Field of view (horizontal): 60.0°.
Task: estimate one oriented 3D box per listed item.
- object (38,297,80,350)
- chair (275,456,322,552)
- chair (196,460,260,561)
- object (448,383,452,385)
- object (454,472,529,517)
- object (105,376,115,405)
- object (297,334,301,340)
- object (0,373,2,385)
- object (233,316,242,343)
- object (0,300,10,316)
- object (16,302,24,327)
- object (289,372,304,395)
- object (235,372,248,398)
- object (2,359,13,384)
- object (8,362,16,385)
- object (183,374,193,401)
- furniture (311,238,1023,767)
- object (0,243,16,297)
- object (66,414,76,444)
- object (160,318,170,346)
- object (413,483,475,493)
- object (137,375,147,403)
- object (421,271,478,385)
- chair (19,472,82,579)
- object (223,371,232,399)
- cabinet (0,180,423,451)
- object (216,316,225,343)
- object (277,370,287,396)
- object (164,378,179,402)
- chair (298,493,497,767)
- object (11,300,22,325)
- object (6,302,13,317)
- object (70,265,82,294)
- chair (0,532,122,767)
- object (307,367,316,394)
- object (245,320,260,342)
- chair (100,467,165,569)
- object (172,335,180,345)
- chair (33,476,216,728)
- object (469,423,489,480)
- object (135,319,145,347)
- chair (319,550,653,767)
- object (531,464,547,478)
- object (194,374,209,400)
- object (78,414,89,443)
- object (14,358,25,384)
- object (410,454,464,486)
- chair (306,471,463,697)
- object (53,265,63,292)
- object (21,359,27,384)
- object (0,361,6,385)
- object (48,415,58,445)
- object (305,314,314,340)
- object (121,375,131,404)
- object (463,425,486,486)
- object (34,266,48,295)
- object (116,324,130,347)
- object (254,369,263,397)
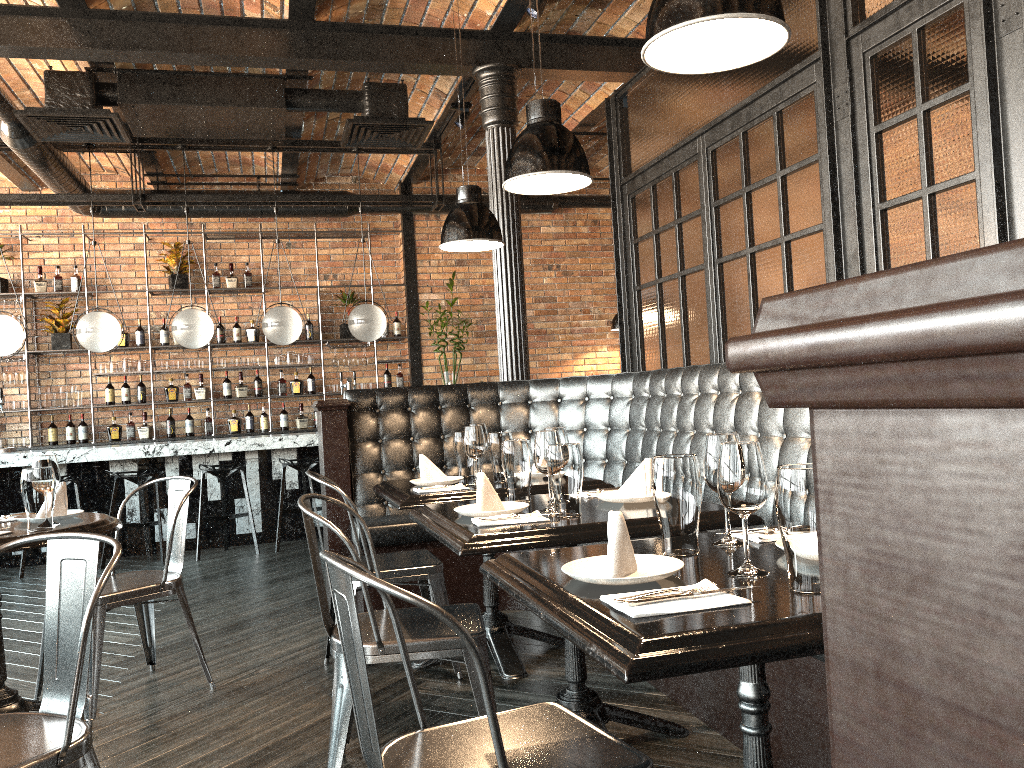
[{"bbox_3d":[-4.487,-0.593,8.844,0.430,0.526,0.425,-3,-1,-3],"label":"object"},{"bbox_3d":[-1.687,0.949,7.217,0.475,0.737,0.414,-3,-1,-10],"label":"chair"},{"bbox_3d":[-2.284,0.981,7.053,0.475,0.737,0.414,-3,-1,-20],"label":"chair"},{"bbox_3d":[-0.535,0.180,8.974,0.316,0.397,0.319,-4,-1,34],"label":"object"},{"bbox_3d":[-0.065,0.334,2.728,0.232,0.139,0.232,-3,-1,-31],"label":"object"},{"bbox_3d":[-4.068,0.070,8.973,0.086,0.299,0.086,-4,-1,34],"label":"object"},{"bbox_3d":[-2.314,-0.588,9.450,0.123,0.279,0.123,-3,-1,-7],"label":"object"},{"bbox_3d":[-5.017,-0.116,8.619,0.092,0.244,0.092,-3,-1,-10],"label":"object"},{"bbox_3d":[-2.896,-0.566,9.338,0.086,0.298,0.086,-4,-1,34],"label":"object"},{"bbox_3d":[-4.955,-0.693,8.654,0.092,0.244,0.092,-3,-1,-10],"label":"object"},{"bbox_3d":[-4.898,-0.693,8.840,0.092,0.244,0.092,-3,-1,-10],"label":"object"},{"bbox_3d":[-2.294,-0.001,9.451,0.151,0.248,0.094,-3,-1,-6],"label":"object"},{"bbox_3d":[-2.836,0.012,9.290,0.123,0.279,0.123,-3,-1,-27],"label":"object"},{"bbox_3d":[-4.921,-0.121,8.645,0.092,0.244,0.092,-3,-1,-10],"label":"object"},{"bbox_3d":[-4.965,-0.116,8.804,0.092,0.244,0.092,-3,-1,-10],"label":"object"},{"bbox_3d":[-3.353,0.038,9.162,0.083,0.282,0.083,-3,-1,-15],"label":"object"},{"bbox_3d":[0.507,0.519,2.887,1.979,1.212,5.451,-3,-1,-15],"label":"furniture"},{"bbox_3d":[-5.105,-1.147,8.749,0.377,0.554,0.422,-3,-1,-28],"label":"object"},{"bbox_3d":[-4.424,0.452,8.890,0.086,0.298,0.086,-4,-1,34],"label":"object"},{"bbox_3d":[-3.576,-0.530,9.127,0.086,0.298,0.086,-4,-1,34],"label":"object"},{"bbox_3d":[-0.265,0.413,3.557,0.255,0.019,0.157,-3,-1,-15],"label":"object"},{"bbox_3d":[-3.781,0.053,9.048,0.086,0.297,0.086,-4,-1,34],"label":"object"},{"bbox_3d":[-0.647,-0.388,9.339,0.584,1.546,0.673,-4,-1,24],"label":"object"},{"bbox_3d":[-3.460,1.045,6.731,0.475,0.737,0.414,-3,-1,-20],"label":"chair"},{"bbox_3d":[-2.978,0.010,9.273,0.086,0.298,0.086,-4,-1,34],"label":"object"},{"bbox_3d":[-4.370,-0.331,8.856,7.075,3.779,0.564,-3,-1,-15],"label":"cabinet"},{"bbox_3d":[-3.047,-0.559,9.267,0.086,0.299,0.086,-4,-1,34],"label":"object"},{"bbox_3d":[-2.443,-0.011,9.411,0.083,0.282,0.083,-3,-1,-30],"label":"object"},{"bbox_3d":[-3.500,0.064,9.121,0.151,0.248,0.094,-3,-1,-26],"label":"object"},{"bbox_3d":[-0.323,0.741,2.632,0.558,0.857,0.504,-3,-1,-5],"label":"chair"},{"bbox_3d":[-4.855,-0.698,8.681,0.092,0.244,0.092,-3,-1,-10],"label":"object"},{"bbox_3d":[-4.998,-0.688,8.813,0.092,0.244,0.092,-3,-1,-10],"label":"object"},{"bbox_3d":[-4.382,-1.052,8.916,0.083,0.282,0.083,-3,-1,0],"label":"object"},{"bbox_3d":[-1.102,0.774,1.805,0.504,0.857,0.558,-4,-1,25],"label":"chair"},{"bbox_3d":[-2.151,-0.034,9.506,0.086,0.298,0.086,-4,-1,34],"label":"object"},{"bbox_3d":[-2.732,-0.549,9.349,0.151,0.248,0.094,-4,-1,13],"label":"object"},{"bbox_3d":[-2.901,1.015,6.884,0.475,0.737,0.414,-3,-1,-5],"label":"chair"},{"bbox_3d":[-3.434,-0.527,9.143,0.123,0.279,0.123,-3,-1,-27],"label":"object"},{"bbox_3d":[-1.566,0.827,3.583,0.504,0.857,0.558,-4,-1,40],"label":"chair"},{"bbox_3d":[-0.146,0.298,3.926,0.092,0.244,0.092,-3,-1,2],"label":"object"},{"bbox_3d":[-3.803,-0.516,9.071,0.086,0.298,0.086,-4,-1,34],"label":"object"},{"bbox_3d":[-0.036,0.709,1.622,0.558,0.857,0.504,-3,-1,-25],"label":"chair"},{"bbox_3d":[0.117,0.341,3.915,0.232,0.139,0.232,-4,-1,33],"label":"object"},{"bbox_3d":[-3.216,0.033,9.185,0.123,0.279,0.123,-3,-1,-2],"label":"object"},{"bbox_3d":[-4.303,0.445,8.899,0.086,0.298,0.086,-4,-1,34],"label":"object"},{"bbox_3d":[-4.821,-0.126,8.673,0.092,0.244,0.092,-3,-1,-10],"label":"object"},{"bbox_3d":[-0.325,0.365,3.809,0.232,0.139,0.232,-4,-1,33],"label":"object"},{"bbox_3d":[-0.550,0.770,3.690,0.558,0.857,0.504,-3,-1,-15],"label":"chair"},{"bbox_3d":[-4.543,-1.043,8.872,0.083,0.282,0.083,-3,-1,-30],"label":"object"},{"bbox_3d":[-4.865,-0.122,8.832,0.092,0.244,0.092,-3,-1,-10],"label":"object"},{"bbox_3d":[-5.060,-0.111,8.778,0.092,0.244,0.092,-3,-1,-10],"label":"object"},{"bbox_3d":[-4.569,0.461,8.824,0.086,0.299,0.086,-4,-1,34],"label":"object"},{"bbox_3d":[-2.175,-0.605,9.506,0.086,0.297,0.086,-4,-1,34],"label":"object"},{"bbox_3d":[-3.935,0.062,9.036,0.086,0.298,0.086,-4,-1,34],"label":"object"},{"bbox_3d":[-0.153,0.294,3.644,0.092,0.244,0.092,-3,-1,-32],"label":"object"},{"bbox_3d":[-4.695,-1.032,8.831,0.123,0.279,0.123,-3,-1,-27],"label":"object"},{"bbox_3d":[-3.963,-0.482,9.011,0.151,0.248,0.094,-3,-1,-12],"label":"object"},{"bbox_3d":[-2.678,-0.007,9.351,0.086,0.299,0.086,-4,-1,34],"label":"object"}]
